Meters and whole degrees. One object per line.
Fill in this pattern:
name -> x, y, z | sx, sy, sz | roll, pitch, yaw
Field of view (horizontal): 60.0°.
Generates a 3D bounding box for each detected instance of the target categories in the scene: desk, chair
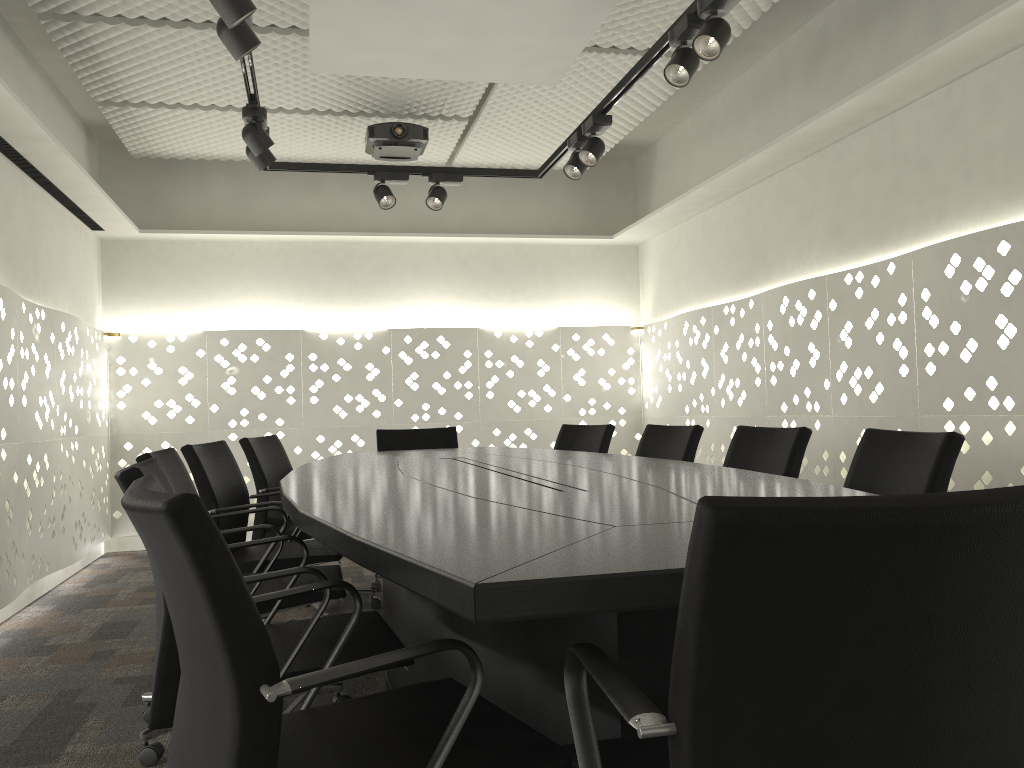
desk -> -0.046, 0.584, 2.615 | 1.223, 0.658, 3.364 | -1, -2, -13
chair -> -0.835, 0.571, 3.052 | 0.579, 0.757, 0.559 | -2, -2, 2
chair -> 0.451, 0.539, 3.379 | 0.579, 0.757, 0.559 | -1, -2, -13
chair -> 0.309, 0.474, 0.965 | 0.559, 0.757, 0.579 | -2, -2, -8
chair -> -0.738, 0.549, 2.422 | 0.579, 0.757, 0.559 | -2, -2, -8
chair -> -0.862, 0.593, 3.788 | 0.579, 0.757, 0.559 | -2, -2, 7
chair -> -0.507, 0.523, 1.767 | 0.579, 0.757, 0.559 | -1, -2, -13
chair -> 0.187, 0.566, 4.011 | 0.579, 0.757, 0.559 | -1, -2, -23
chair -> 0.636, 0.515, 2.736 | 0.579, 0.757, 0.559 | -2, -2, -8
chair -> -0.251, 0.499, 1.208 | 0.579, 0.757, 0.559 | -1, -2, -23
chair -> 0.752, 0.492, 2.071 | 0.579, 0.757, 0.559 | -2, -2, 2
chair -> -0.420, 0.596, 4.359 | 0.559, 0.757, 0.579 | -2, -2, -8

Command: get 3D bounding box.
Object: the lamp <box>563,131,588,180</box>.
lamp -> 0.298, -1.047, 4.045 | 0.126, 0.224, 0.213 | -2, -2, -10

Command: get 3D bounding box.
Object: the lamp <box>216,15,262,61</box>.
lamp -> -0.800, -1.054, 2.606 | 0.126, 0.224, 0.213 | -2, -2, -10

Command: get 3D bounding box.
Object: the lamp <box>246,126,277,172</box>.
lamp -> -1.068, -1.011, 3.782 | 0.126, 0.224, 0.213 | -2, -2, -10

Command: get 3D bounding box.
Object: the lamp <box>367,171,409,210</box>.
lamp -> -0.631, -1.003, 4.537 | 0.213, 0.224, 0.126 | -2, -2, -10

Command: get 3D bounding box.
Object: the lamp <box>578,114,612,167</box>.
lamp -> 0.347, -1.055, 3.828 | 0.126, 0.224, 0.213 | -2, -2, -10

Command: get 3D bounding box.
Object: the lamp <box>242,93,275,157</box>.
lamp -> -1.018, -1.019, 3.565 | 0.126, 0.224, 0.213 | -2, -2, -10

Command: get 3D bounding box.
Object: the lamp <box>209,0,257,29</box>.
lamp -> -0.750, -1.062, 2.388 | 0.126, 0.224, 0.213 | -2, -2, -10

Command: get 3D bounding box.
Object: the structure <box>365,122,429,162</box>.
structure -> -0.638, -1.331, 4.881 | 0.327, 0.144, 0.371 | -1, -2, -13

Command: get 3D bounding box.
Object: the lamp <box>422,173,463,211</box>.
lamp -> -0.356, -1.010, 4.609 | 0.214, 0.224, 0.118 | -1, -2, -24

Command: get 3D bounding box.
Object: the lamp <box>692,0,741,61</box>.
lamp -> 0.610, -1.097, 2.677 | 0.126, 0.224, 0.213 | -2, -2, -10

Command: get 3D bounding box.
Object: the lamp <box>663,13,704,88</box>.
lamp -> 0.560, -1.089, 2.894 | 0.126, 0.224, 0.213 | -2, -2, -10
